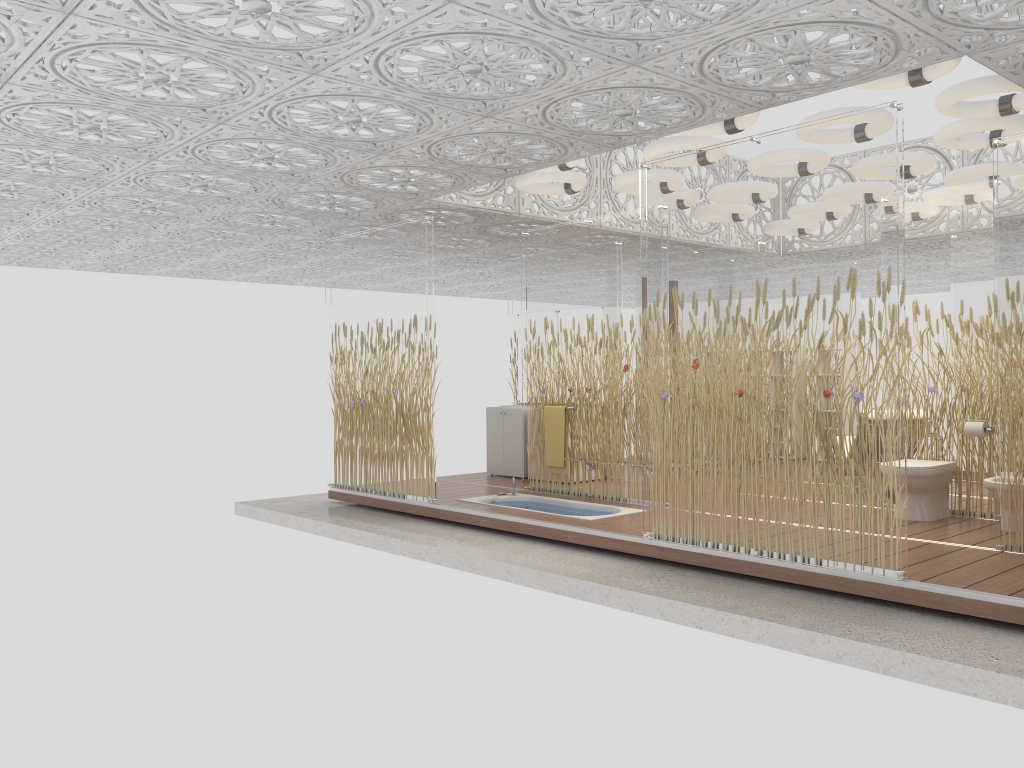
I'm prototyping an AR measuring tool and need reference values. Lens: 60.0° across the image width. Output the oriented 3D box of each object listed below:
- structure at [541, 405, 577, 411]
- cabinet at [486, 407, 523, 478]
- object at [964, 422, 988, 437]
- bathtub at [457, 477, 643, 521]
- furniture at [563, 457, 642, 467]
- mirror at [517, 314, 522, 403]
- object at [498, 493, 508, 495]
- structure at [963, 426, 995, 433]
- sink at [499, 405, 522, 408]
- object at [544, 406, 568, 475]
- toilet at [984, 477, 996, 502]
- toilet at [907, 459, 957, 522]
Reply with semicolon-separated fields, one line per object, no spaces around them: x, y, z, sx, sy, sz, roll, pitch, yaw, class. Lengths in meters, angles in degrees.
0.433;0.228;8.499;0.078;0.047;0.442;-1;0;-42;structure
0.111;0.659;10.371;0.549;0.782;0.643;-1;0;-42;cabinet
3.566;0.349;6.817;0.115;0.115;0.131;-1;0;-42;object
0.314;1.185;7.861;0.700;0.582;1.700;-1;0;-42;bathtub
0.856;0.689;7.858;0.178;0.014;0.977;-1;0;-42;furniture
0.546;-0.316;10.280;0.009;1.081;1.422;-1;0;-42;mirror
-0.097;1.064;8.558;0.108;0.011;0.065;-1;0;-32;object
3.600;0.349;6.821;0.080;0.047;0.215;-1;0;-42;structure
0.118;0.291;10.381;0.499;0.266;0.573;-1;0;-44;sink
0.418;0.536;8.482;0.042;0.656;0.283;-1;0;-42;object
3.649;0.806;6.366;0.611;0.506;0.401;-1;0;-42;toilet
3.147;0.837;6.930;0.611;0.437;0.401;-1;0;-42;toilet
